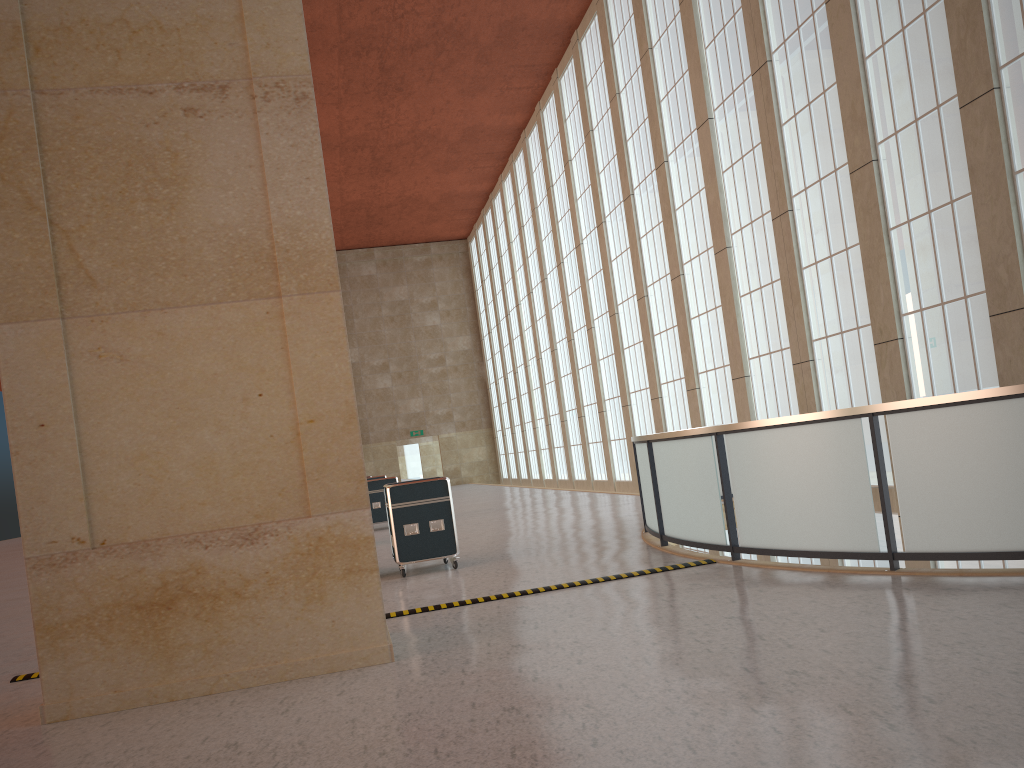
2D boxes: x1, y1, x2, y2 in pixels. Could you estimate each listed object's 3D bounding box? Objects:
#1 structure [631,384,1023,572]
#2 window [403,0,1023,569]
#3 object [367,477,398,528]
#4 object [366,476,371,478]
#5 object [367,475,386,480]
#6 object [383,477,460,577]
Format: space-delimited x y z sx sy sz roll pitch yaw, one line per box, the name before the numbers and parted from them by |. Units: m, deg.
structure | 4.929 1.230 12.723 5.230 1.792 13.145 -6 -5 -22
window | -3.896 5.179 77.767 0.010 28.600 165.544 -8 -4 -11
object | -3.982 3.676 27.238 1.053 1.540 1.277 -7 -2 -11
object | -8.919 6.364 53.356 1.053 1.540 1.277 -7 -2 -11
object | -6.222 5.008 40.548 1.053 1.540 1.277 -7 -2 -11
object | -1.545 2.404 15.066 1.053 1.540 1.277 -7 -2 -11
